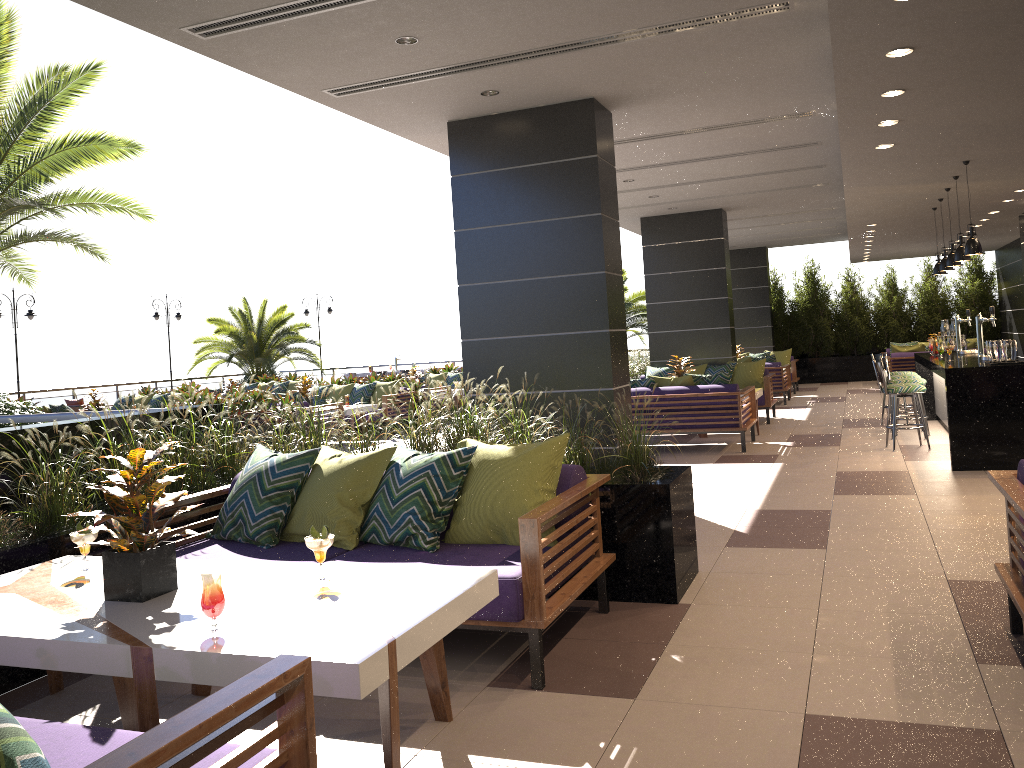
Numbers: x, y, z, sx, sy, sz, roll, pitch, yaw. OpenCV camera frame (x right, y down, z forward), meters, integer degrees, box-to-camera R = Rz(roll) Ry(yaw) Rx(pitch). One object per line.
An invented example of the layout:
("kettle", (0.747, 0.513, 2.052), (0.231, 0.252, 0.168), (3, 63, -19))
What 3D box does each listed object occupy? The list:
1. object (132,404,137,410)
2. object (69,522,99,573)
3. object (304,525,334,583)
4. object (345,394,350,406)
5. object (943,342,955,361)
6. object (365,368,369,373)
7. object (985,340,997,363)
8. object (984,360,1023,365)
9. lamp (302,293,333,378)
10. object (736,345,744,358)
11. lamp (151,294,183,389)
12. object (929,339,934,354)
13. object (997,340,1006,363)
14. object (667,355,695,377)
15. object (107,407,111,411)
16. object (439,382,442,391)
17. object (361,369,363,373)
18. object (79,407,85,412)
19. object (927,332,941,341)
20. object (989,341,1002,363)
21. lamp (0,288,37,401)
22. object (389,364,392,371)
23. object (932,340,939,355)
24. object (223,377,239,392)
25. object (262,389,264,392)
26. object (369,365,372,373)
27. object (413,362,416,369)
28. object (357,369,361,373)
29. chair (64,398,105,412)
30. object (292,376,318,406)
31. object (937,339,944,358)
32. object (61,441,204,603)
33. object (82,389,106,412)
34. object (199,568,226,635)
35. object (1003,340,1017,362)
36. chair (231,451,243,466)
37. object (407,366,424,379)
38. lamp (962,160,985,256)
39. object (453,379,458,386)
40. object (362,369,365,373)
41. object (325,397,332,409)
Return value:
("object", (-6.794, 0.462, 15.926), (0.067, 0.190, 0.084), (-3, -1, -39))
("object", (-1.713, 0.650, 3.549), (0.106, 0.197, 0.105), (-3, 0, -41))
("object", (-0.681, 0.600, 3.148), (0.106, 0.197, 0.105), (-3, 0, -41))
("object", (-2.650, 0.263, 14.246), (0.067, 0.190, 0.084), (-3, -1, -39))
("object", (4.503, -0.338, 9.111), (0.106, 0.197, 0.105), (-3, 0, -41))
("object", (-3.892, -0.314, 23.753), (0.105, 0.209, 0.105), (-4, 0, -4))
("object", (4.374, -0.291, 8.059), (0.105, 0.209, 0.105), (-4, 0, 26))
("object", (4.406, -0.192, 7.914), (0.272, 0.018, 0.438), (-3, 3, 21))
("lamp", (-5.634, -1.058, 26.010), (1.120, 3.331, 0.264), (-4, -1, 21))
("object", (4.472, -0.514, 17.654), (0.429, 0.527, 0.425), (-3, 0, 38))
("lamp", (-9.058, -0.727, 23.450), (0.263, 3.331, 1.123), (-4, -1, 21))
("object", (5.326, -0.473, 11.232), (0.069, 0.181, 0.068), (-4, -1, -7))
("object", (4.376, -0.286, 7.930), (0.105, 0.209, 0.105), (-4, 0, 26))
("object", (2.285, -0.133, 12.013), (0.429, 0.527, 0.425), (-4, 0, 33))
("object", (-6.950, 0.497, 15.272), (0.082, 0.198, 0.069), (-3, -1, -27))
("object", (-1.391, 0.057, 17.284), (0.068, 0.181, 0.069), (-4, -1, 9))
("object", (-4.071, -0.310, 23.943), (0.105, 0.209, 0.105), (-4, 0, -4))
("object", (-7.943, 0.516, 16.344), (0.106, 0.197, 0.105), (-3, 0, -36))
("object", (8.541, -0.781, 17.712), (0.429, 0.527, 0.425), (-3, 0, 38))
("object", (4.281, -0.276, 7.830), (0.105, 0.209, 0.105), (-4, 0, 26))
("lamp", (-10.718, -0.438, 19.175), (0.263, 3.331, 1.123), (-4, -1, 21))
("object", (-3.170, -0.421, 23.099), (0.069, 0.181, 0.068), (-4, -1, -7))
("object", (5.103, -0.439, 10.669), (0.085, 0.190, 0.066), (-3, -1, -44))
("object", (-6.137, 0.106, 19.357), (0.425, 0.527, 0.429), (-4, 0, -42))
("object", (-5.483, 0.214, 19.515), (0.068, 0.211, 0.069), (-4, -1, 9))
("object", (-3.732, -0.397, 23.314), (0.067, 0.190, 0.084), (-3, -1, -44))
("object", (-2.517, -0.467, 22.846), (0.069, 0.211, 0.069), (-4, -1, 4))
("object", (-4.106, -0.303, 23.833), (0.105, 0.209, 0.105), (-4, 0, -4))
("chair", (-9.781, 0.720, 20.113), (0.713, 0.817, 0.715), (-4, 0, 21))
("object", (-3.310, 0.140, 14.201), (0.429, 0.527, 0.425), (-3, 0, 38))
("object", (4.860, -0.407, 10.034), (0.069, 0.211, 0.069), (-4, -1, 4))
("object", (-1.306, 0.477, 3.123), (0.429, 0.527, 0.425), (-3, 0, 38))
("object", (-7.454, 0.342, 15.807), (0.431, 0.527, 0.424), (-4, 0, -37))
("object", (-0.887, 0.644, 2.626), (0.068, 0.181, 0.069), (-4, -1, 38))
("object", (4.391, -0.281, 7.795), (0.105, 0.209, 0.105), (-4, 0, 26))
("chair", (-2.628, 0.810, 6.941), (0.713, 0.817, 0.715), (-4, 0, 21))
("object", (-1.933, -0.099, 17.734), (0.424, 0.527, 0.431), (-4, 0, 33))
("lamp", (4.189, -1.609, 8.093), (0.163, 0.865, 0.162), (-3, -1, -26))
("object", (-1.135, 0.006, 17.896), (0.106, 0.197, 0.105), (-3, 0, -36))
("object", (-3.972, -0.312, 23.848), (0.105, 0.209, 0.105), (-4, 0, -4))
("object", (-2.841, 0.293, 13.737), (0.106, 0.197, 0.105), (-3, 0, -36))
